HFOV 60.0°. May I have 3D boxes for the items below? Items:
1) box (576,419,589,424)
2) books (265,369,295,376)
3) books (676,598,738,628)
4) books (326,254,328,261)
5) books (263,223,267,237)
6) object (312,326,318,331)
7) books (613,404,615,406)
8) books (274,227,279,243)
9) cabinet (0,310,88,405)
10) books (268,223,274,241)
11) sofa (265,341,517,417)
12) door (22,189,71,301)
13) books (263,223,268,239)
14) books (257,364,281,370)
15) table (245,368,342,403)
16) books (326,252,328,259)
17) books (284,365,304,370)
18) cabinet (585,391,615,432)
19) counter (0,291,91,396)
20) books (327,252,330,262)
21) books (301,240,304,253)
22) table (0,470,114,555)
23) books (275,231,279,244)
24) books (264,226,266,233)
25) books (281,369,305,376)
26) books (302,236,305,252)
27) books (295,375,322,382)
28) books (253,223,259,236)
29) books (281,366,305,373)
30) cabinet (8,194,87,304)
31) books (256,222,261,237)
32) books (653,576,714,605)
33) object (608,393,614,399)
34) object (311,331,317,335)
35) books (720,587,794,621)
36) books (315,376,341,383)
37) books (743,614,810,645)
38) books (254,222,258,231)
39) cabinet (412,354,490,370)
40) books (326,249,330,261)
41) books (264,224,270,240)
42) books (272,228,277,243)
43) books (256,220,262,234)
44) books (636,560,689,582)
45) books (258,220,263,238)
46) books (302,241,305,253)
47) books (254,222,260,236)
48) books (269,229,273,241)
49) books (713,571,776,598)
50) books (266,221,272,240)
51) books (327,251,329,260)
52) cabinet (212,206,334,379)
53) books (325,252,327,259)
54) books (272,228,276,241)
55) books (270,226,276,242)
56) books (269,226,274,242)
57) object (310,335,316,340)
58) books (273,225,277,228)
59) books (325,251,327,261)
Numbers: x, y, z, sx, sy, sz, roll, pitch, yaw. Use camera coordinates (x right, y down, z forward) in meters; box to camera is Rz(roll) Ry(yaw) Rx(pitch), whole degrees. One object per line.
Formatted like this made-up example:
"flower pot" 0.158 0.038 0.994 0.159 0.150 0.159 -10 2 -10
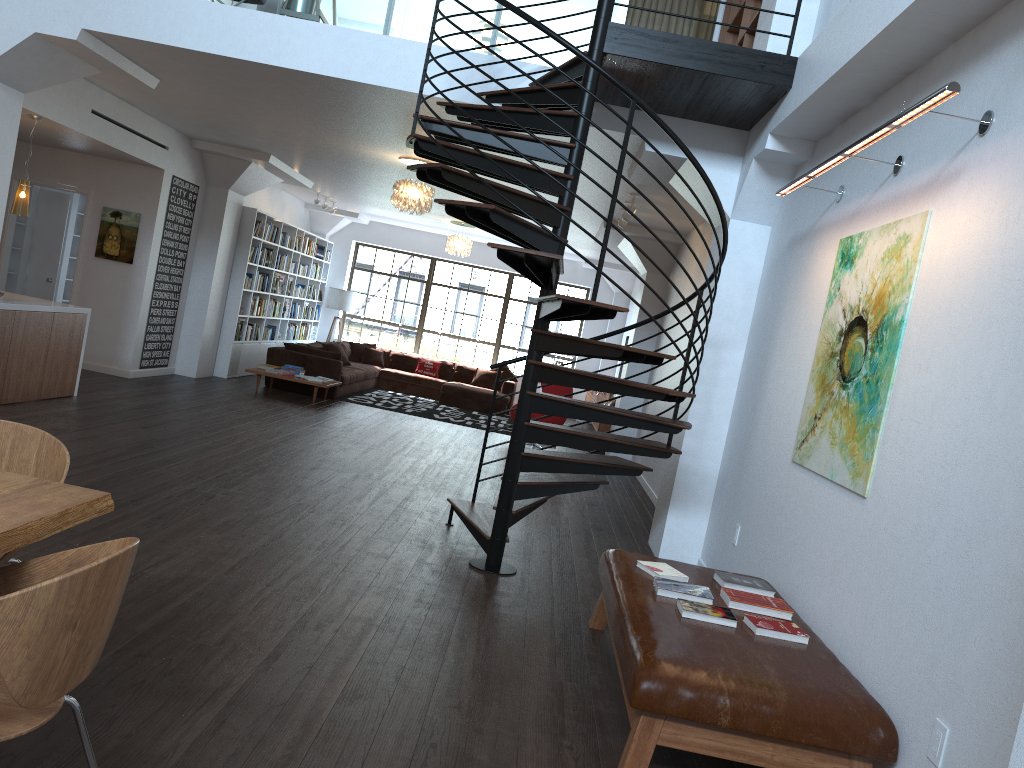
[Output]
"box" 1.361 0.644 16.961 0.228 0.165 0.368 11 3 1
"books" -3.124 -0.158 11.925 0.236 0.035 0.340 13 4 26
"books" 0.802 0.944 3.659 0.224 0.032 0.161 11 3 1
"books" -3.534 -2.401 16.665 0.128 0.178 0.022 11 3 1
"books" -3.685 -2.239 12.935 0.159 0.248 0.089 11 3 1
"object" -3.871 -1.071 16.698 0.316 0.088 0.410 11 3 1
"books" 1.617 0.314 13.705 0.250 0.053 0.400 11 3 1
"books" -3.658 -2.271 13.473 0.182 0.255 0.077 11 3 1
"cabinet" -4.671 -0.248 6.300 0.898 0.796 4.493 11 3 1
"books" -3.676 -2.274 13.180 0.197 0.290 0.136 11 3 1
"sofa" -1.714 -0.080 14.542 3.481 0.664 4.197 11 3 1
"door" -6.217 -1.496 11.367 0.826 2.032 0.174 11 3 1
"books" -3.681 -2.243 12.978 0.170 0.251 0.118 11 3 1
"books" -3.352 -0.230 12.273 0.241 0.045 0.334 11 3 3
"table" -2.970 0.021 12.052 1.100 0.271 0.853 11 3 1
"books" -3.537 -2.400 16.644 0.128 0.178 0.021 11 3 1
"books" -3.026 -0.233 12.322 0.224 0.027 0.157 12 3 6
"cabinet" 1.526 0.446 14.556 0.459 0.350 4.501 11 3 1
"counter" -3.831 -0.004 4.654 3.039 0.860 8.182 10 4 -28
"books" -3.532 -2.413 16.760 0.139 0.191 0.036 11 3 1
"books" -3.612 -2.347 14.932 0.189 0.247 0.057 11 3 2
"table" -1.808 0.692 0.755 1.012 0.750 3.803 11 3 2
"books" -3.666 -2.266 13.543 0.167 0.233 0.077 11 3 1
"books" -3.680 -2.223 12.904 0.161 0.222 0.084 11 3 1
"books" -3.039 -0.167 12.324 0.312 0.037 0.216 11 3 -8
"books" -3.587 -2.371 14.981 0.140 0.298 0.044 11 3 1
"books" -2.730 -0.080 11.905 0.342 0.040 0.231 14 5 41
"books" -3.704 -2.203 12.564 0.167 0.210 0.162 11 3 1
"books" -3.037 -0.203 12.326 0.279 0.035 0.191 12 3 11
"cabinet" -6.322 -2.034 11.996 0.527 2.991 2.630 11 3 1
"books" -3.689 -2.213 12.662 0.161 0.222 0.084 11 3 1
"books" 0.756 0.916 3.924 0.247 0.040 0.185 12 3 5
"object" 1.709 0.206 15.237 0.089 0.110 0.089 8 5 -43
"object" -3.881 -0.984 16.703 0.331 0.088 0.410 11 3 1
"books" 1.088 0.979 3.956 0.283 0.043 0.197 11 3 1
"books" -2.565 -0.067 12.244 0.256 0.035 0.350 13 4 27
"books" 1.078 1.002 3.626 0.224 0.036 0.161 11 3 -4
"books" -3.699 -2.199 12.473 0.182 0.215 0.188 11 3 1
"cabinet" -1.223 -0.111 17.028 1.520 0.625 0.350 11 3 1
"books" -3.531 -2.436 16.799 0.140 0.231 0.042 11 3 1
"books" -3.677 -2.241 13.031 0.174 0.242 0.105 11 3 1
"books" -3.661 -2.259 13.371 0.174 0.243 0.085 11 3 1
"books" -3.693 -2.229 12.692 0.159 0.248 0.089 11 3 1
"books" 0.718 0.896 4.245 0.161 0.031 0.223 10 4 -21
"books" -3.690 -2.233 12.735 0.170 0.251 0.118 11 3 1
"books" -3.600 -2.330 15.030 0.144 0.207 0.048 11 3 1
"books" -3.693 -2.210 12.628 0.161 0.218 0.101 11 3 1
"books" -3.671 -2.241 13.220 0.161 0.222 0.083 11 3 1
"books" 1.118 0.968 4.274 0.254 0.044 0.183 11 3 -4
"books" -3.674 -2.271 13.117 0.176 0.293 0.125 11 3 1
"books" -3.536 -2.414 16.719 0.136 0.196 0.045 11 3 1
"cabinet" -3.923 -1.422 14.660 0.461 2.414 4.500 11 3 1
"books" -3.544 -2.399 16.592 0.128 0.178 0.022 11 3 1
"books" -3.668 -2.264 13.332 0.182 0.255 0.077 11 3 1
"books" -3.660 -2.258 13.284 0.182 0.253 0.098 11 3 1
"books" -3.664 -2.255 13.252 0.159 0.248 0.089 11 3 1
"object" -3.898 -0.898 16.708 0.331 0.088 0.410 11 3 1
"books" -3.680 -2.277 13.426 0.180 0.265 0.103 11 3 1
"books" -3.544 -2.403 16.618 0.134 0.184 0.030 11 3 1
